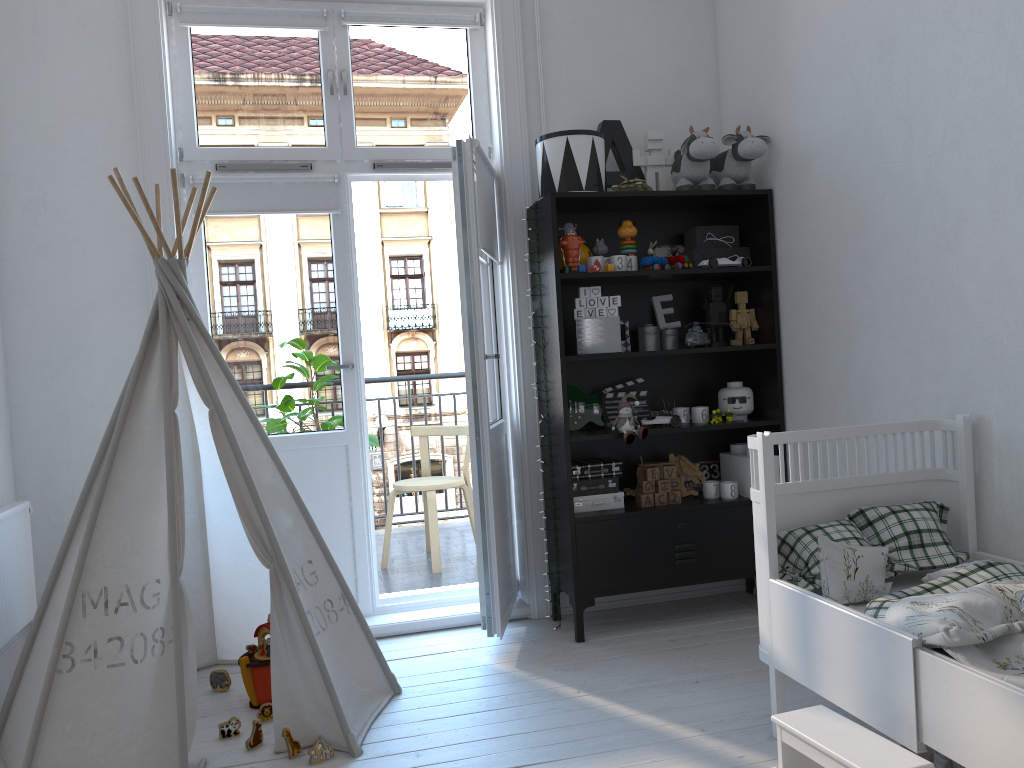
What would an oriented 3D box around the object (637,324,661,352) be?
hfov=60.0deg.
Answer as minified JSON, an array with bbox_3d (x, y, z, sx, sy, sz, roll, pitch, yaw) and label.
[{"bbox_3d":[0.564,-0.189,3.647,0.095,0.110,0.095,-4,2,-9],"label":"object"}]

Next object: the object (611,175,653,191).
[{"bbox_3d":[0.466,-0.780,3.466,0.121,0.100,0.338,-3,1,21],"label":"object"}]

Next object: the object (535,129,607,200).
[{"bbox_3d":[0.248,-0.848,3.523,0.272,0.259,0.394,-3,1,15],"label":"object"}]

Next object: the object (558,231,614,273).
[{"bbox_3d":[0.249,-0.515,3.463,0.197,0.197,0.318,-4,2,-17],"label":"object"}]

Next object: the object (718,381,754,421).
[{"bbox_3d":[0.915,0.072,3.627,0.139,0.162,0.139,-5,2,-39],"label":"object"}]

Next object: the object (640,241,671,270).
[{"bbox_3d":[0.563,-0.499,3.492,0.121,0.126,0.087,-5,2,-37],"label":"object"}]

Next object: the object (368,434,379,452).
[{"bbox_3d":[-1.033,0.374,4.612,0.720,1.225,0.489,-4,2,-4],"label":"object"}]

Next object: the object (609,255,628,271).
[{"bbox_3d":[0.410,-0.459,3.415,0.067,0.067,0.067,-4,2,-13],"label":"object"}]

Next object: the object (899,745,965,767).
[{"bbox_3d":[0.933,0.884,1.915,0.215,0.148,0.240,-4,1,-7],"label":"object"}]

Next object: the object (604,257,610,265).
[{"bbox_3d":[0.364,-0.457,3.464,0.067,0.067,0.067,-5,2,-40],"label":"object"}]

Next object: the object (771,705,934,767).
[{"bbox_3d":[0.645,0.854,1.813,0.288,0.246,0.332,-4,2,-19],"label":"object"}]

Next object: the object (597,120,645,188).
[{"bbox_3d":[0.413,-0.903,3.640,0.343,0.344,0.057,-4,2,-14],"label":"object"}]

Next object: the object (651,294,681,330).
[{"bbox_3d":[0.644,-0.300,3.709,0.107,0.151,0.055,-4,2,-14],"label":"object"}]

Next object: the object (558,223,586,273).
[{"bbox_3d":[0.233,-0.516,3.386,0.105,0.203,0.072,-4,2,-6],"label":"object"}]

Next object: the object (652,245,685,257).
[{"bbox_3d":[0.764,-0.523,3.746,0.347,0.132,0.037,-4,2,-14],"label":"object"}]

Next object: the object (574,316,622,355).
[{"bbox_3d":[0.330,-0.184,3.429,0.170,0.138,0.124,-4,2,1],"label":"object"}]

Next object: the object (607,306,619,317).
[{"bbox_3d":[0.386,-0.274,3.389,0.040,0.040,0.040,-3,2,16],"label":"object"}]

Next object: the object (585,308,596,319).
[{"bbox_3d":[0.296,-0.269,3.398,0.040,0.040,0.040,-4,2,-9],"label":"object"}]

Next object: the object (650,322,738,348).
[{"bbox_3d":[0.738,-0.196,3.570,0.367,0.106,0.349,-4,1,-12],"label":"object"}]

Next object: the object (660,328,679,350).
[{"bbox_3d":[0.680,-0.187,3.589,0.078,0.091,0.246,-4,1,-19],"label":"object"}]

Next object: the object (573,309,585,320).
[{"bbox_3d":[0.257,-0.266,3.391,0.040,0.040,0.040,-4,2,1],"label":"object"}]

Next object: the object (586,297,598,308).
[{"bbox_3d":[0.306,-0.310,3.389,0.040,0.040,0.040,-3,2,6],"label":"object"}]

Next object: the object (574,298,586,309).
[{"bbox_3d":[0.260,-0.307,3.390,0.040,0.040,0.040,-4,2,-4],"label":"object"}]

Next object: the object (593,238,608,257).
[{"bbox_3d":[0.358,-0.506,3.568,0.063,0.160,0.063,-5,2,-35],"label":"object"}]

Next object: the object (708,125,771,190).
[{"bbox_3d":[0.859,-0.879,3.553,0.211,0.253,0.386,-4,2,-30],"label":"object"}]

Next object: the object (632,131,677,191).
[{"bbox_3d":[0.589,-0.887,3.652,0.190,0.291,0.065,-4,2,-9],"label":"object"}]

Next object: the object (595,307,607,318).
[{"bbox_3d":[0.340,-0.272,3.390,0.040,0.040,0.040,-4,2,1],"label":"object"}]

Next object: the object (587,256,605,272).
[{"bbox_3d":[0.322,-0.454,3.409,0.067,0.067,0.067,-4,2,-13],"label":"object"}]

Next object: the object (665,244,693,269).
[{"bbox_3d":[0.659,-0.507,3.559,0.087,0.112,0.122,-5,2,-43],"label":"object"}]

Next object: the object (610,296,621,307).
[{"bbox_3d":[0.396,-0.315,3.387,0.040,0.040,0.040,-3,2,11],"label":"object"}]

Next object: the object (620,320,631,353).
[{"bbox_3d":[0.449,-0.194,3.653,0.070,0.135,0.028,-4,2,-14],"label":"object"}]

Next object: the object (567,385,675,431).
[{"bbox_3d":[0.421,0.111,3.642,0.542,0.239,0.093,-4,2,-13],"label":"object"}]

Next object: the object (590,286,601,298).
[{"bbox_3d":[0.317,-0.351,3.387,0.040,0.040,0.040,-4,2,-4],"label":"object"}]

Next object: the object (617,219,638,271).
[{"bbox_3d":[0.454,-0.536,3.465,0.077,0.213,0.077,-3,2,20],"label":"object"}]

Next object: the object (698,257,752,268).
[{"bbox_3d":[0.841,-0.478,3.513,0.230,0.048,0.098,-4,2,-24],"label":"object"}]

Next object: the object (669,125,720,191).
[{"bbox_3d":[0.713,-0.869,3.513,0.154,0.253,0.370,-4,1,-6],"label":"object"}]

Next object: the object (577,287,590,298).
[{"bbox_3d":[0.275,-0.348,3.388,0.040,0.040,0.040,-4,2,-9],"label":"object"}]

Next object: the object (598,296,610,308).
[{"bbox_3d":[0.351,-0.312,3.388,0.040,0.040,0.040,-3,2,16],"label":"object"}]

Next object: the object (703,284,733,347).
[{"bbox_3d":[0.851,-0.282,3.649,0.117,0.259,0.081,-4,2,-14],"label":"object"}]

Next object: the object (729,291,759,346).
[{"bbox_3d":[0.941,-0.267,3.608,0.114,0.221,0.052,-4,2,-14],"label":"object"}]
